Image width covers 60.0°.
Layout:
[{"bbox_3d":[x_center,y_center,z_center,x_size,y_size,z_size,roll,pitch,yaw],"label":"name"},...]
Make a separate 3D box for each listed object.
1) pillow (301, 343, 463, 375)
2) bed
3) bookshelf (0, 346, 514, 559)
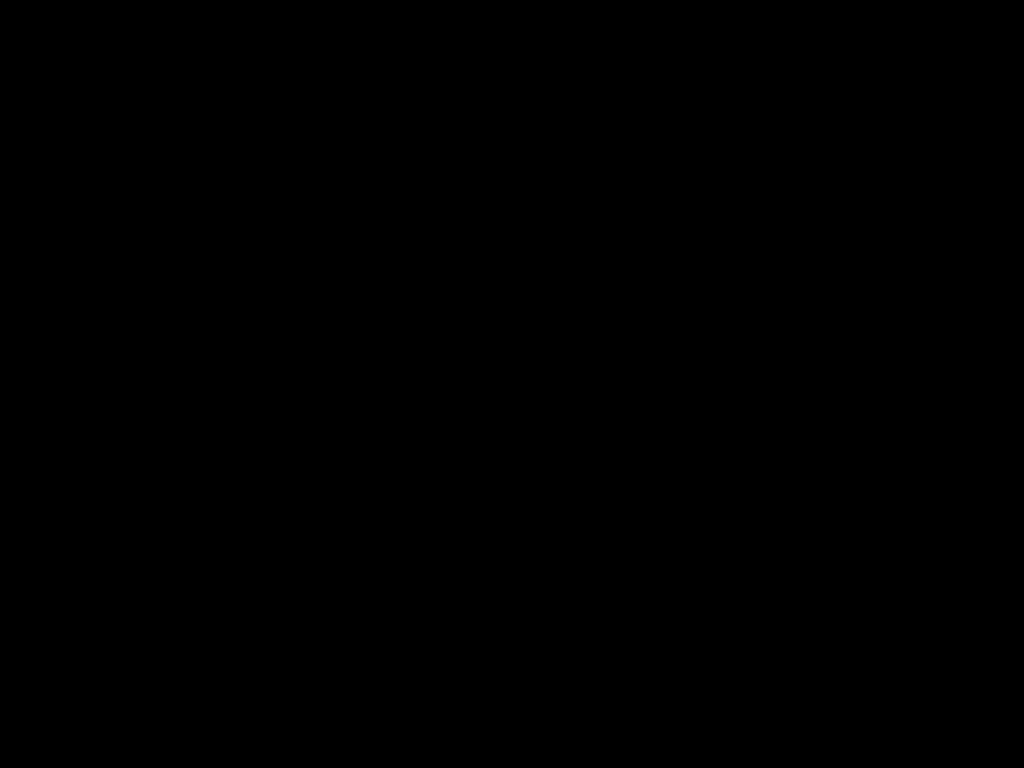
[{"bbox_3d":[-0.382,-0.121,1.611,0.470,0.241,0.498,-1,-7,19],"label":"pillow"},{"bbox_3d":[0.278,-0.356,0.161,2.087,0.994,3.009,6,-8,-35],"label":"bed"},{"bbox_3d":[-0.792,0.135,1.598,1.495,0.303,0.643,6,-8,-35],"label":"bookshelf"}]
